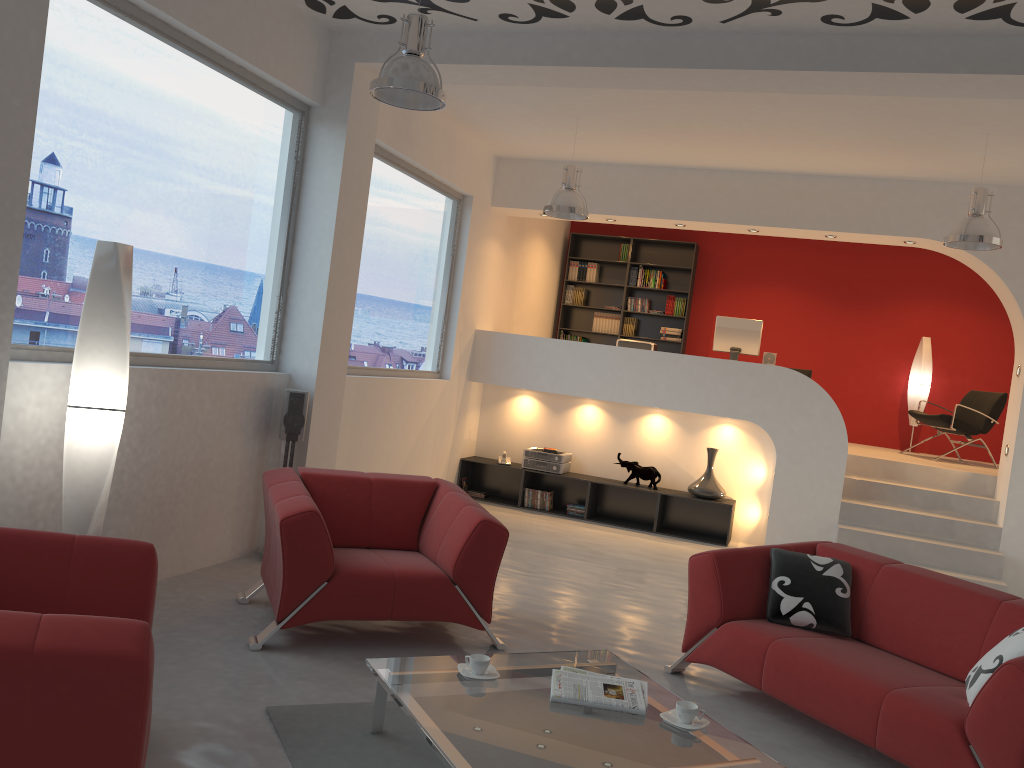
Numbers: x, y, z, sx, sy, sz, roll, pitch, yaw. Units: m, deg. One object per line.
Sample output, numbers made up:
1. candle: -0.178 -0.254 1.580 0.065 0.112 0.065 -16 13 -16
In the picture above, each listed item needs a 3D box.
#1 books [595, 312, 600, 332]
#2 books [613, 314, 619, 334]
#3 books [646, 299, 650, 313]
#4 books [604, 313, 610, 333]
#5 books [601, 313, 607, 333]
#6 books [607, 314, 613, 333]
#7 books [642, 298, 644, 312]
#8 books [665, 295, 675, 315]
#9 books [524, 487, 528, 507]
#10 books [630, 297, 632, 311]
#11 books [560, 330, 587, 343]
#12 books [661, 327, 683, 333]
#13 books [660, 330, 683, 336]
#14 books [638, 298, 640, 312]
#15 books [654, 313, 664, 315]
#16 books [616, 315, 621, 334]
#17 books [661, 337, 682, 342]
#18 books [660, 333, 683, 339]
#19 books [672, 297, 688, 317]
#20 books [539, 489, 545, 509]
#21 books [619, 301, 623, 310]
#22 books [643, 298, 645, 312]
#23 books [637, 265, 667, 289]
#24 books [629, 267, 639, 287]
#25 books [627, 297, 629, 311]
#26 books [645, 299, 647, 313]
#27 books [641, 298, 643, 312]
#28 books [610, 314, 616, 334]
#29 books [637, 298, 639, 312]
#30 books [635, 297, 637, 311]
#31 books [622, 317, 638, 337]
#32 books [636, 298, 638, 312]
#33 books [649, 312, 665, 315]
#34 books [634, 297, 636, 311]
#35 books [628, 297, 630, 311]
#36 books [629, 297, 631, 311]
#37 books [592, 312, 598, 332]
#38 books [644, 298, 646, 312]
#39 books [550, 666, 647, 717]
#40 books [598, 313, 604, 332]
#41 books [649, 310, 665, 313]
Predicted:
1. books: 1.145 -0.801 11.621 0.040 0.260 0.200 8 2 18
2. books: 1.374 -0.769 11.543 0.040 0.260 0.200 8 2 18
3. books: 1.757 -0.999 11.439 0.031 0.190 0.135 8 2 18
4. books: 1.259 -0.785 11.582 0.040 0.260 0.200 8 2 18
5. books: 1.221 -0.790 11.595 0.040 0.260 0.200 8 2 18
6. books: 1.297 -0.779 11.569 0.040 0.260 0.200 8 2 18
7. books: 1.701 -1.007 11.458 0.031 0.190 0.135 8 2 18
8. books: 2.030 -0.994 11.339 0.090 0.256 0.181 8 2 18
9. books: 0.150 1.151 9.071 0.031 0.190 0.135 8 2 18
10. books: 1.560 -1.027 11.505 0.031 0.190 0.135 8 2 18
11. books: 0.812 -0.541 11.717 0.341 0.286 0.231 8 2 18
12. books: 2.043 -0.684 11.291 0.260 0.040 0.200 8 2 18
13. books: 2.031 -0.646 11.304 0.260 0.040 0.200 8 2 18
14. books: 1.659 -1.013 11.472 0.031 0.190 0.135 8 2 18
15. books: 1.866 -0.896 11.401 0.190 0.015 0.135 8 2 13
16. books: 1.412 -0.763 11.531 0.040 0.260 0.200 8 2 18
17. books: 2.044 -0.563 11.303 0.260 0.040 0.200 8 2 20
18. books: 2.031 -0.606 11.305 0.260 0.040 0.200 8 2 18
19. books: 2.142 -0.970 11.301 0.146 0.240 0.170 8 2 18
20. books: 0.305 1.173 9.019 0.031 0.190 0.135 8 2 18
21. books: 1.446 -1.041 11.544 0.063 0.187 0.135 8 2 18
22. books: 1.715 -1.005 11.453 0.031 0.190 0.135 8 2 18
23. books: 1.806 -1.359 11.394 0.341 0.286 0.231 8 2 18
24. books: 1.589 -1.375 11.492 0.090 0.256 0.181 8 2 18
25. books: 1.518 -1.033 11.520 0.031 0.190 0.135 8 2 18
26. books: 1.743 -1.001 11.443 0.031 0.190 0.135 8 2 18
27. books: 1.687 -1.009 11.462 0.031 0.190 0.135 8 2 18
28. books: 1.336 -0.774 11.556 0.040 0.260 0.200 8 2 18
29. books: 1.645 -1.015 11.477 0.031 0.190 0.135 8 2 18
30. books: 1.616 -1.019 11.486 0.031 0.190 0.135 8 2 18
31. books: 1.532 -0.737 11.502 0.146 0.240 0.170 8 2 18
32. books: 1.631 -1.017 11.482 0.031 0.190 0.135 8 2 18
33. books: 1.873 -0.910 11.399 0.190 0.015 0.135 8 2 18
34. books: 1.602 -1.021 11.491 0.031 0.190 0.135 8 2 18
35. books: 1.532 -1.031 11.515 0.031 0.190 0.135 8 2 18
36. books: 1.546 -1.029 11.510 0.031 0.190 0.135 8 2 18
37. books: 1.107 -0.806 11.633 0.040 0.260 0.200 8 2 18
38. books: 1.729 -1.003 11.448 0.031 0.190 0.135 8 2 18
39. books: 0.322 1.146 3.320 0.367 0.035 0.345 8 2 8
40. books: 1.183 -0.795 11.608 0.040 0.260 0.200 8 2 18
41. books: 1.866 -0.926 11.401 0.190 0.015 0.135 8 2 23
